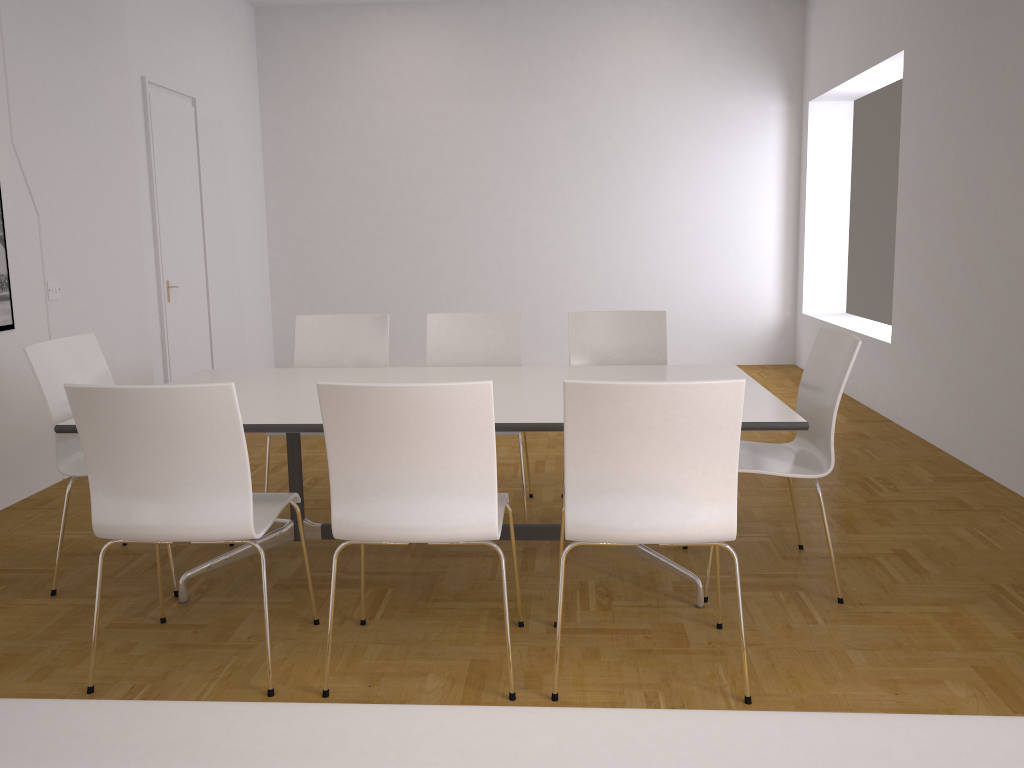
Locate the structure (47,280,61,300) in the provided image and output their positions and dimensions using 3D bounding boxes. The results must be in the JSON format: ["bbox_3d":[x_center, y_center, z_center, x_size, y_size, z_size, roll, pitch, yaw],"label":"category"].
[{"bbox_3d":[-2.512,-0.516,4.865,0.013,0.104,0.114,0,9,4],"label":"structure"}]

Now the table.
[{"bbox_3d":[-0.243,0.379,3.455,2.411,0.720,1.214,0,9,4],"label":"table"}]

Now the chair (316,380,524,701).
[{"bbox_3d":[-0.264,0.411,2.669,0.561,0.928,0.577,0,9,4],"label":"chair"}]

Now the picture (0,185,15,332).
[{"bbox_3d":[-2.566,-1.091,3.992,0.016,1.775,0.789,0,9,4],"label":"picture"}]

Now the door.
[{"bbox_3d":[-2.552,-1.027,6.842,0.132,2.445,0.874,0,9,4],"label":"door"}]

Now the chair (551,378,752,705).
[{"bbox_3d":[0.395,0.406,2.626,0.561,0.928,0.577,0,9,4],"label":"chair"}]

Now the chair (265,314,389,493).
[{"bbox_3d":[-0.853,0.154,4.250,0.561,0.928,0.577,0,9,4],"label":"chair"}]

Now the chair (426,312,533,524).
[{"bbox_3d":[-0.194,0.150,4.208,0.561,0.928,0.577,0,9,4],"label":"chair"}]

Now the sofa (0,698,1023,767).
[{"bbox_3d":[-0.185,0.795,0.548,2.622,0.846,0.825,0,9,4],"label":"sofa"}]

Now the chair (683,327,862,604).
[{"bbox_3d":[0.973,0.274,3.344,0.575,0.928,0.563,0,9,4],"label":"chair"}]

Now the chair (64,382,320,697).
[{"bbox_3d":[-0.964,0.416,2.714,0.561,0.928,0.577,0,9,4],"label":"chair"}]

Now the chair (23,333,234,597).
[{"bbox_3d":[-1.509,0.285,3.503,0.575,0.928,0.563,0,9,4],"label":"chair"}]

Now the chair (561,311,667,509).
[{"bbox_3d":[0.506,0.145,4.162,0.561,0.928,0.577,0,9,4],"label":"chair"}]
